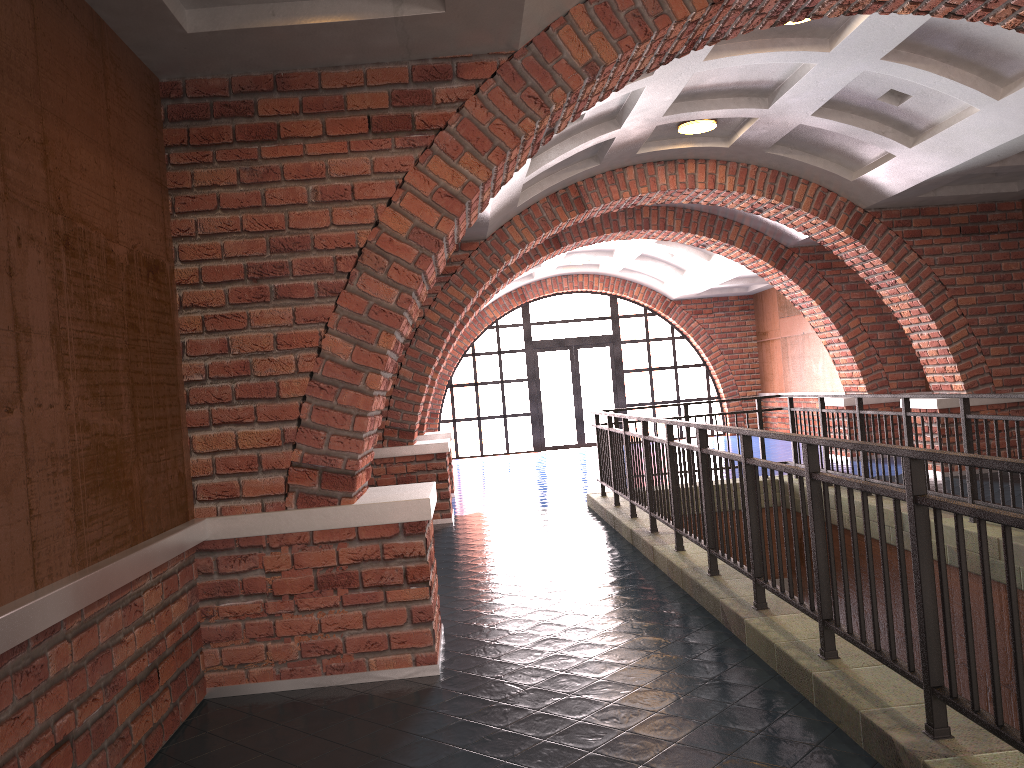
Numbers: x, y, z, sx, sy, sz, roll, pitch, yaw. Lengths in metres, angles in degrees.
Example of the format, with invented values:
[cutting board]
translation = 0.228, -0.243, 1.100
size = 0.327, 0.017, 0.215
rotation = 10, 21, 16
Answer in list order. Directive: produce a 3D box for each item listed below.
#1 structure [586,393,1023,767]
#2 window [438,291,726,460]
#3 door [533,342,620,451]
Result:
[structure]
translation = 2.516, 2.962, 4.705
size = 2.464, 5.665, 11.176
rotation = -5, -1, -3
[window]
translation = 1.425, -0.300, 19.251
size = 6.353, 3.471, 0.100
rotation = -5, -1, -3
[door]
translation = 1.420, 0.270, 19.248
size = 1.754, 2.236, 0.040
rotation = -5, -1, -3
